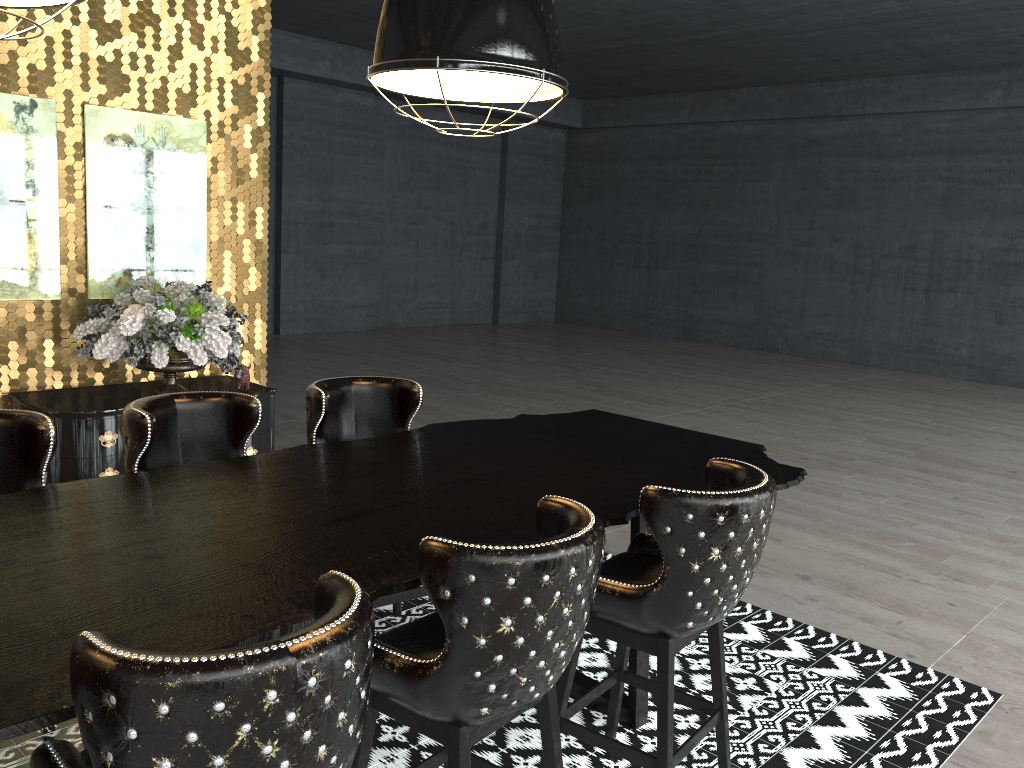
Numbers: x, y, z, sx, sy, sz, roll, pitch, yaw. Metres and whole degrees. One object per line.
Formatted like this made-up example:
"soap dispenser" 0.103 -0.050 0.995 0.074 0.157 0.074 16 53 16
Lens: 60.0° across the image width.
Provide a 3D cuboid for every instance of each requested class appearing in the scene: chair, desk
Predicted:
"chair" -1.073 0.608 3.139 0.568 1.090 0.504 10 11 35
"chair" -1.600 0.660 2.655 0.504 1.090 0.569 -6 13 -44
"chair" -0.093 0.829 2.167 0.569 1.090 0.504 10 11 37
"chair" -0.581 0.547 3.661 0.504 1.090 0.569 -4 12 -37
"chair" 0.447 0.776 2.660 0.568 1.090 0.504 10 11 35
"chair" -0.548 0.894 1.632 0.504 1.090 0.569 -5 12 -42
"desk" -1.829 0.973 1.294 1.435 0.926 7.599 12 13 42

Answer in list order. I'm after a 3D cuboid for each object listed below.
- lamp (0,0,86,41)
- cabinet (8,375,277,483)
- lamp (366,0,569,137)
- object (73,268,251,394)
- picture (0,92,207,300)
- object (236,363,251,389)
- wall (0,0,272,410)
"lamp" -1.086 -1.788 1.520 0.621 2.299 0.622 3 9 -2
"cabinet" -2.064 0.410 5.097 0.710 0.737 1.386 12 13 42
"lamp" -0.078 -1.910 2.570 0.621 2.299 0.622 3 9 -2
"object" -1.962 -0.283 5.027 0.875 0.662 0.849 1 10 -16
"picture" -2.435 -1.006 4.913 0.022 1.071 1.575 12 13 42
"object" -1.612 -0.057 5.314 0.082 0.164 0.173 0 10 -22
"wall" -2.418 -1.396 4.884 0.025 4.376 2.446 12 12 42
